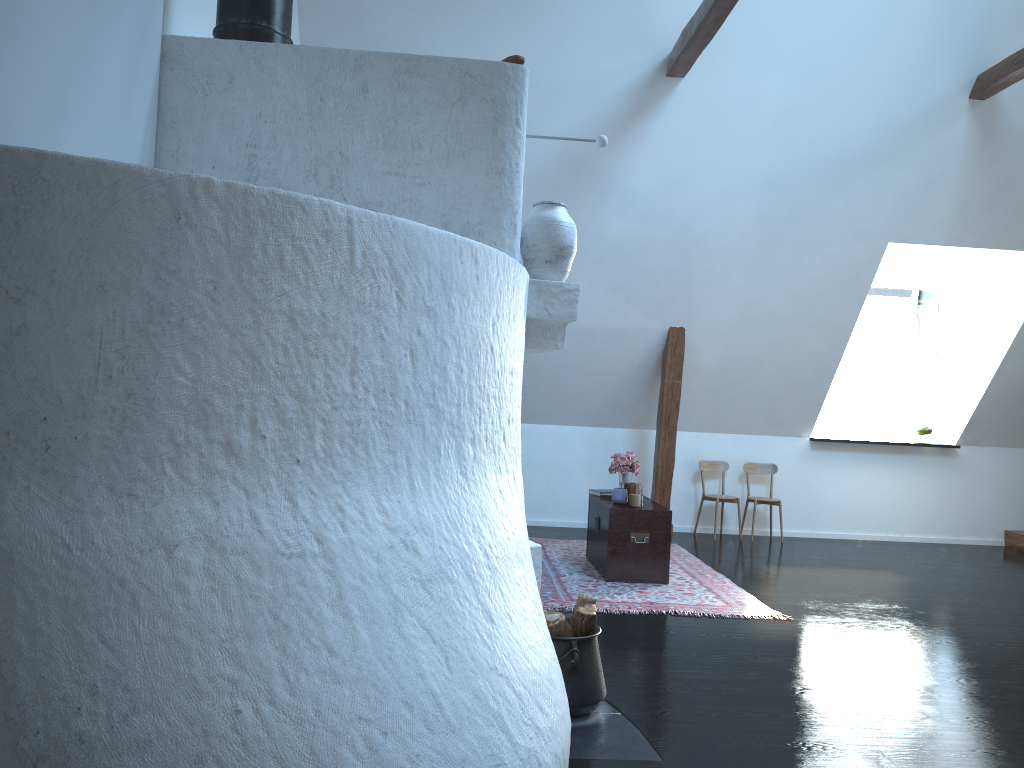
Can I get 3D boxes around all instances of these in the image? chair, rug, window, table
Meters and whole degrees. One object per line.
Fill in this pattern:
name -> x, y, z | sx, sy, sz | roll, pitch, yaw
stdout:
chair -> 1.911, 1.065, 8.173 | 0.329, 0.696, 0.342 | 3, -1, -20
rug -> 0.796, 1.323, 6.327 | 1.512, 0.029, 2.647 | 3, -1, -3
window -> 5.603, -1.503, 5.958 | 8.018, 4.249, 5.959 | 3, -1, -3
table -> 0.828, 1.085, 6.361 | 0.471, 0.492, 0.962 | 3, -1, -3
chair -> 2.314, 1.086, 8.178 | 0.329, 0.696, 0.342 | 3, -1, -2

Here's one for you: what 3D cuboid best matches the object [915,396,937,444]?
object -> 3.977, 0.341, 8.512 | 0.131, 0.461, 0.309 | 3, -1, 15

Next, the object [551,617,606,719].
object -> 0.181, 1.108, 3.479 | 0.384, 0.313, 0.384 | 3, -1, 23

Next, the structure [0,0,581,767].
structure -> -1.214, -1.162, 2.943 | 3.049, 4.752, 3.058 | 3, -1, 5

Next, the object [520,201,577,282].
object -> 0.126, -0.475, 3.120 | 0.203, 0.314, 0.203 | 3, -1, -20

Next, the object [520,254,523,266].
object -> 0.076, -0.455, 3.377 | 0.158, 0.274, 0.158 | 2, -1, 36

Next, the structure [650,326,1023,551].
structure -> 5.193, 0.617, 8.328 | 12.350, 1.963, 1.023 | 3, -1, -3

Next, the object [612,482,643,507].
object -> 0.814, 0.773, 6.249 | 0.215, 0.138, 0.413 | 3, -1, 8

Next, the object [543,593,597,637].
object -> 0.204, 1.026, 3.469 | 0.270, 0.370, 0.240 | 3, -1, -4

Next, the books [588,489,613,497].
books -> 0.729, 0.826, 6.727 | 0.243, 0.034, 0.179 | 3, -1, -25

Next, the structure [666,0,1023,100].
structure -> 3.977, -2.316, 3.202 | 15.910, 3.562, 10.230 | 3, -1, 2

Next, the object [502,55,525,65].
object -> -0.214, -1.122, 3.456 | 0.311, 0.094, 0.783 | 3, -1, -18

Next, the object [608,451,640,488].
object -> 0.830, 0.672, 6.606 | 0.235, 0.351, 0.234 | 4, -1, -44
